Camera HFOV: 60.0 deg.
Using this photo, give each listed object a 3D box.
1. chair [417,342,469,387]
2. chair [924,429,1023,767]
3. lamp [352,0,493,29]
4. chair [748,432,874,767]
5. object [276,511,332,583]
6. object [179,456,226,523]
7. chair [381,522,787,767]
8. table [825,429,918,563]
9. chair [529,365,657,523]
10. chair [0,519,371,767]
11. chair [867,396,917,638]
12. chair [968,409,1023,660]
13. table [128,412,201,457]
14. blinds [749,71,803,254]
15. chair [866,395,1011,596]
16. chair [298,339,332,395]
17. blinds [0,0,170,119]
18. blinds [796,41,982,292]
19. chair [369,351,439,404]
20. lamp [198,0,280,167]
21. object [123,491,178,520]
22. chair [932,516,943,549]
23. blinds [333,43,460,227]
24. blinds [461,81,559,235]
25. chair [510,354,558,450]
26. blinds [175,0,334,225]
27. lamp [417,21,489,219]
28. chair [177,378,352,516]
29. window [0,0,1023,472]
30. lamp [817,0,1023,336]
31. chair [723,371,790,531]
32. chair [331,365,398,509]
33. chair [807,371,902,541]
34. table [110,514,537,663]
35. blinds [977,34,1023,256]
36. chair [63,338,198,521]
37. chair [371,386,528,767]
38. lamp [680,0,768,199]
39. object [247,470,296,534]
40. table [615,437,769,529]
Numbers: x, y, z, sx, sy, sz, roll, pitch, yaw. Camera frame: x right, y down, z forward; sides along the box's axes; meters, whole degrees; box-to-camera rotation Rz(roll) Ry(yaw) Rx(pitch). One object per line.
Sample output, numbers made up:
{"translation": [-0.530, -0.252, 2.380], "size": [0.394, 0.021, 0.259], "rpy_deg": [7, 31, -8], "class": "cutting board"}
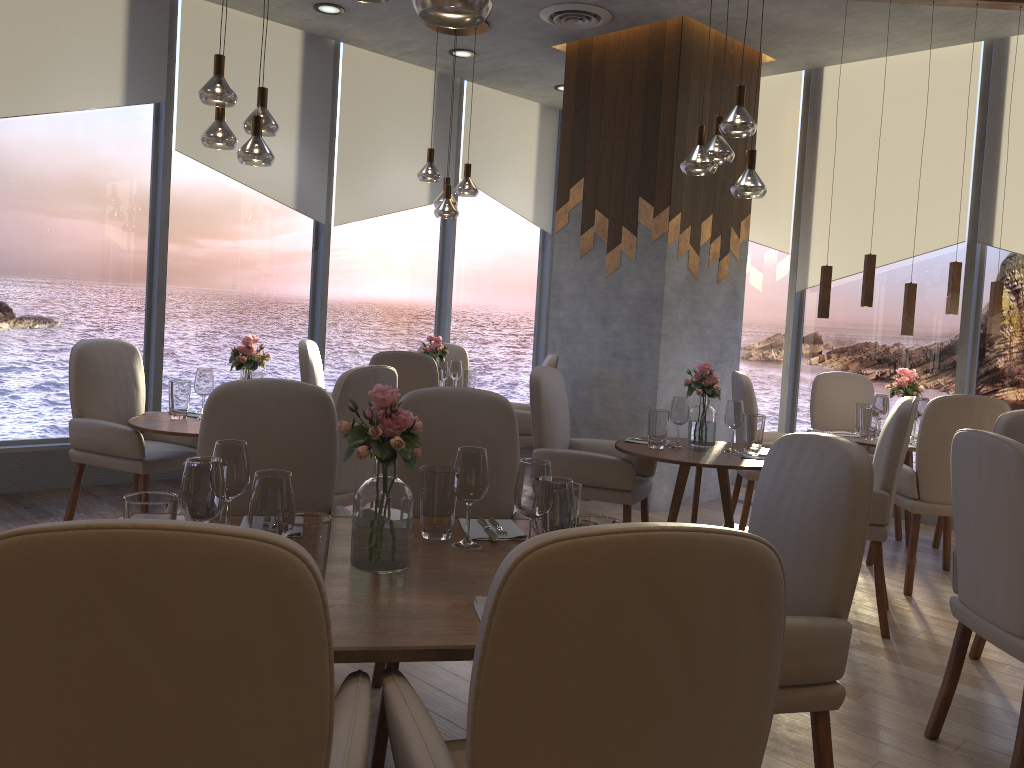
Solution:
{"translation": [-0.578, 0.196, 6.648], "size": [0.528, 0.999, 0.600], "rpy_deg": [4, 3, 3], "class": "chair"}
{"translation": [1.596, 0.647, 2.558], "size": [0.599, 0.999, 0.529], "rpy_deg": [3, 3, -2], "class": "chair"}
{"translation": [-0.196, -1.450, 1.922], "size": [0.439, 1.324, 0.440], "rpy_deg": [1, 4, -40], "class": "lamp"}
{"translation": [0.495, 0.612, 2.160], "size": [0.599, 0.999, 0.529], "rpy_deg": [3, 3, -14], "class": "chair"}
{"translation": [-0.396, 0.339, 1.670], "size": [0.102, 0.178, 0.102], "rpy_deg": [4, 3, 5], "class": "object"}
{"translation": [-0.646, 0.278, 1.845], "size": [0.092, 0.244, 0.092], "rpy_deg": [2, 3, -29], "class": "object"}
{"translation": [0.079, 0.646, 1.398], "size": [0.528, 0.999, 0.601], "rpy_deg": [3, 3, -16], "class": "chair"}
{"translation": [2.224, 0.650, 5.151], "size": [0.833, 0.661, 0.836], "rpy_deg": [2, 4, -25], "class": "table"}
{"translation": [0.379, 0.428, 4.415], "size": [0.600, 0.999, 0.528], "rpy_deg": [5, 3, 21], "class": "chair"}
{"translation": [-0.475, 0.623, 1.270], "size": [0.528, 0.999, 0.601], "rpy_deg": [3, 3, -9], "class": "chair"}
{"translation": [1.445, 0.528, 3.962], "size": [0.600, 0.999, 0.528], "rpy_deg": [5, 3, 22], "class": "chair"}
{"translation": [2.097, 0.622, 3.270], "size": [0.528, 0.999, 0.601], "rpy_deg": [3, 3, -7], "class": "chair"}
{"translation": [-1.379, 0.508, 4.196], "size": [0.834, 0.661, 0.835], "rpy_deg": [4, 4, 5], "class": "table"}
{"translation": [1.771, -2.374, 7.078], "size": [0.007, 2.677, 1.175], "rpy_deg": [1, 4, -45], "class": "blinds"}
{"translation": [2.183, 0.528, 4.538], "size": [0.528, 0.999, 0.601], "rpy_deg": [4, 3, 2], "class": "chair"}
{"translation": [-1.170, 0.205, 6.075], "size": [0.599, 0.999, 0.529], "rpy_deg": [3, 3, -2], "class": "chair"}
{"translation": [-2.609, -2.801, 5.307], "size": [1.173, 2.677, 0.007], "rpy_deg": [1, 4, -45], "class": "blinds"}
{"translation": [2.632, -1.969, 6.207], "size": [0.007, 2.677, 1.175], "rpy_deg": [1, 4, -45], "class": "blinds"}
{"translation": [-0.654, 0.282, 5.491], "size": [0.528, 0.999, 0.601], "rpy_deg": [4, 3, 2], "class": "chair"}
{"translation": [-1.251, -1.686, 4.124], "size": [0.439, 1.324, 0.440], "rpy_deg": [1, 4, -43], "class": "lamp"}
{"translation": [-0.723, 0.312, 1.767], "size": [0.102, 0.178, 0.102], "rpy_deg": [3, 3, -3], "class": "object"}
{"translation": [2.849, 0.524, 5.094], "size": [0.600, 0.999, 0.529], "rpy_deg": [4, 3, 2], "class": "chair"}
{"translation": [-0.858, -2.536, 7.081], "size": [1.173, 2.677, 0.007], "rpy_deg": [1, 4, -45], "class": "blinds"}
{"translation": [0.038, -2.742, 7.953], "size": [1.173, 2.677, 0.007], "rpy_deg": [1, 4, -45], "class": "blinds"}
{"translation": [-0.011, 0.275, 6.072], "size": [0.600, 0.999, 0.529], "rpy_deg": [3, 3, -1], "class": "chair"}
{"translation": [-1.743, -2.521, 6.201], "size": [1.173, 2.677, 0.007], "rpy_deg": [1, 4, -45], "class": "blinds"}
{"translation": [-0.414, -1.785, 6.045], "size": [0.439, 1.324, 0.440], "rpy_deg": [4, 3, 12], "class": "lamp"}
{"translation": [-0.727, 0.505, 2.581], "size": [0.528, 0.999, 0.601], "rpy_deg": [3, 3, -14], "class": "chair"}
{"translation": [0.364, -0.935, 4.551], "size": [16.119, 3.194, 8.076], "rpy_deg": [3, 4, 0], "class": "window"}
{"translation": [2.332, -1.241, 5.058], "size": [1.161, 1.928, 0.118], "rpy_deg": [3, 3, 0], "class": "lamp"}
{"translation": [1.564, 0.439, 5.190], "size": [0.600, 0.999, 0.529], "rpy_deg": [4, 3, 5], "class": "chair"}
{"translation": [-0.859, 0.392, 3.926], "size": [0.600, 0.999, 0.528], "rpy_deg": [5, 3, 26], "class": "chair"}
{"translation": [2.207, 0.436, 5.733], "size": [0.528, 0.999, 0.601], "rpy_deg": [3, 3, -2], "class": "chair"}
{"translation": [-0.327, 0.741, 1.997], "size": [1.306, 0.665, 0.967], "rpy_deg": [3, 4, -12], "class": "table"}
{"translation": [3.509, -1.840, 5.325], "size": [0.007, 2.677, 1.175], "rpy_deg": [1, 4, -45], "class": "blinds"}
{"translation": [-1.887, 0.288, 4.459], "size": [0.600, 0.999, 0.528], "rpy_deg": [5, 3, 26], "class": "chair"}
{"translation": [-0.172, 0.530, 2.687], "size": [0.528, 0.999, 0.601], "rpy_deg": [3, 3, -9], "class": "chair"}
{"translation": [1.025, -1.549, 4.128], "size": [0.439, 1.324, 0.440], "rpy_deg": [1, 4, -38], "class": "lamp"}
{"translation": [-0.475, 0.296, 1.743], "size": [0.092, 0.244, 0.092], "rpy_deg": [6, 4, 37], "class": "object"}
{"translation": [0.885, 0.644, 4.200], "size": [0.834, 0.661, 0.834], "rpy_deg": [5, 4, 19], "class": "table"}
